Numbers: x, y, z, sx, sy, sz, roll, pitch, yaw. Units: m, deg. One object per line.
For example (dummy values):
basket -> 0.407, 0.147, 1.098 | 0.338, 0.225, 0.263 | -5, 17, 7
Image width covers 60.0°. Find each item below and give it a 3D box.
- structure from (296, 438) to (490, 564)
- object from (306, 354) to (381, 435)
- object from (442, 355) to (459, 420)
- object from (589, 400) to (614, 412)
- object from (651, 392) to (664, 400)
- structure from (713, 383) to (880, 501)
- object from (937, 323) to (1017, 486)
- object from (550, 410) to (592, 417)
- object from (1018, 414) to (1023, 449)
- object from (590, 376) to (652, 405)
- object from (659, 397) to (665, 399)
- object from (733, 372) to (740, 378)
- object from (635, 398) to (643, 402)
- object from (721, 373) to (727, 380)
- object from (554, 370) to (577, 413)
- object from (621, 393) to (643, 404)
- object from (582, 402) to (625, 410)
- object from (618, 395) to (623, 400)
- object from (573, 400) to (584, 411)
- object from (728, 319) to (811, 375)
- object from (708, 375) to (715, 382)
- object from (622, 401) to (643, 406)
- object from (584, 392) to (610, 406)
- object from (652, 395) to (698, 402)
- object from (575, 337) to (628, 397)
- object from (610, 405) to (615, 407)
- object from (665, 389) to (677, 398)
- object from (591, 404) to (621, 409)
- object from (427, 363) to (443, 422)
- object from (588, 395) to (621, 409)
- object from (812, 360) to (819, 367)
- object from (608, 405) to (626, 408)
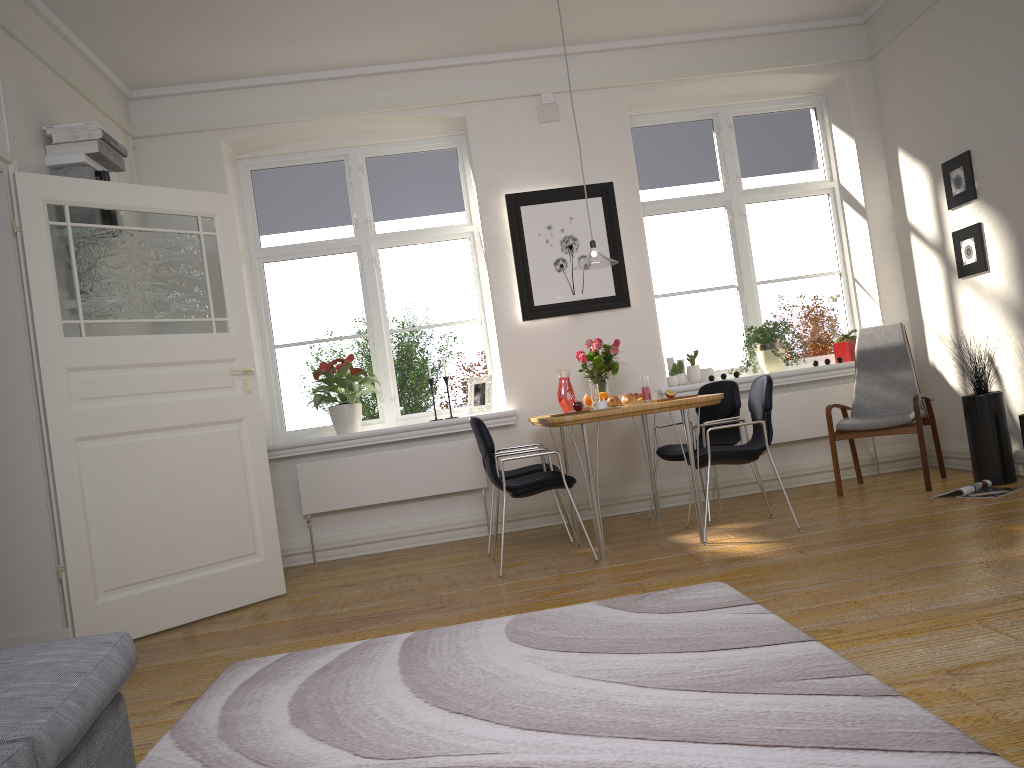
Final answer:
structure -> -0.744, 0.852, 5.810 | 1.205, 0.845, 0.094 | -8, -1, -6
object -> -1.112, 0.070, 5.896 | 0.542, 0.520, 0.528 | -8, -1, -1
object -> -0.441, 0.014, 6.028 | 0.094, 0.448, 0.096 | -8, -1, 18
object -> 0.453, 0.110, 4.479 | 0.127, 0.049, 0.132 | -9, -2, 43
object -> 0.781, 0.075, 4.935 | 0.127, 0.049, 0.132 | -10, -2, 44
structure -> 1.941, 0.476, 6.085 | 1.205, 0.845, 0.094 | -8, -1, -6
object -> 2.719, 0.113, 5.133 | 0.417, 0.923, 0.362 | -9, -2, 44
object -> 0.312, 0.155, 4.674 | 0.201, 0.010, 0.260 | -8, -2, -4
object -> 2.854, 0.356, 4.821 | 0.147, 0.390, 0.142 | -7, -1, -30
object -> 0.580, 0.052, 4.740 | 0.327, 0.141, 0.048 | -9, -1, 22
object -> 0.830, 0.083, 4.947 | 0.039, 0.020, 0.058 | -8, -2, -23
object -> 1.552, -0.066, 6.127 | 0.042, 0.048, 0.042 | -8, -1, 2
object -> 0.683, 0.093, 4.783 | 0.072, 0.036, 0.107 | -7, -2, -43
object -> 1.462, -0.053, 6.117 | 0.042, 0.048, 0.042 | -8, -1, 2
object -> 0.333, 0.045, 5.471 | 0.092, 0.267, 0.118 | -9, -1, 33
object -> 0.664, 0.077, 4.832 | 0.165, 0.059, 0.123 | -7, -2, -37
object -> 0.565, 0.126, 5.172 | 0.350, 0.023, 0.224 | -8, -2, -5
object -> 0.664, 0.081, 5.144 | 0.127, 0.038, 0.130 | -9, -2, 20
object -> 0.355, 0.116, 4.761 | 0.060, 0.062, 0.060 | -8, -1, -2
object -> 1.793, -0.267, 6.243 | 0.553, 0.385, 0.484 | -7, -2, -44
object -> 1.376, -0.041, 6.109 | 0.042, 0.048, 0.042 | -8, -1, 2
object -> 0.671, 0.105, 4.813 | 0.160, 0.016, 0.160 | -8, -2, -1
object -> 0.493, 0.087, 5.182 | 0.070, 0.074, 0.198 | -9, -2, 44
object -> 0.860, 0.078, 4.730 | 0.201, 0.010, 0.260 | -8, -2, -4
object -> 0.572, -0.080, 5.509 | 0.330, 0.447, 0.273 | -8, -1, -13
object -> 0.503, 0.117, 4.479 | 0.038, 0.020, 0.059 | -8, -1, -7
object -> 0.829, 0.051, 4.633 | 0.062, 0.048, 0.053 | -7, -2, -41
object -> 0.495, 0.125, 4.644 | 0.159, 0.016, 0.160 | -8, -2, 3
object -> -0.543, 0.055, 6.048 | 0.094, 0.396, 0.096 | -8, -1, 18
object -> 0.496, 0.100, 4.643 | 0.162, 0.068, 0.152 | -9, -2, 33
object -> 2.118, -0.146, 6.181 | 0.042, 0.048, 0.042 | -8, -1, 2
object -> 0.541, 0.116, 4.566 | 0.030, 0.020, 0.140 | -9, -2, 43
